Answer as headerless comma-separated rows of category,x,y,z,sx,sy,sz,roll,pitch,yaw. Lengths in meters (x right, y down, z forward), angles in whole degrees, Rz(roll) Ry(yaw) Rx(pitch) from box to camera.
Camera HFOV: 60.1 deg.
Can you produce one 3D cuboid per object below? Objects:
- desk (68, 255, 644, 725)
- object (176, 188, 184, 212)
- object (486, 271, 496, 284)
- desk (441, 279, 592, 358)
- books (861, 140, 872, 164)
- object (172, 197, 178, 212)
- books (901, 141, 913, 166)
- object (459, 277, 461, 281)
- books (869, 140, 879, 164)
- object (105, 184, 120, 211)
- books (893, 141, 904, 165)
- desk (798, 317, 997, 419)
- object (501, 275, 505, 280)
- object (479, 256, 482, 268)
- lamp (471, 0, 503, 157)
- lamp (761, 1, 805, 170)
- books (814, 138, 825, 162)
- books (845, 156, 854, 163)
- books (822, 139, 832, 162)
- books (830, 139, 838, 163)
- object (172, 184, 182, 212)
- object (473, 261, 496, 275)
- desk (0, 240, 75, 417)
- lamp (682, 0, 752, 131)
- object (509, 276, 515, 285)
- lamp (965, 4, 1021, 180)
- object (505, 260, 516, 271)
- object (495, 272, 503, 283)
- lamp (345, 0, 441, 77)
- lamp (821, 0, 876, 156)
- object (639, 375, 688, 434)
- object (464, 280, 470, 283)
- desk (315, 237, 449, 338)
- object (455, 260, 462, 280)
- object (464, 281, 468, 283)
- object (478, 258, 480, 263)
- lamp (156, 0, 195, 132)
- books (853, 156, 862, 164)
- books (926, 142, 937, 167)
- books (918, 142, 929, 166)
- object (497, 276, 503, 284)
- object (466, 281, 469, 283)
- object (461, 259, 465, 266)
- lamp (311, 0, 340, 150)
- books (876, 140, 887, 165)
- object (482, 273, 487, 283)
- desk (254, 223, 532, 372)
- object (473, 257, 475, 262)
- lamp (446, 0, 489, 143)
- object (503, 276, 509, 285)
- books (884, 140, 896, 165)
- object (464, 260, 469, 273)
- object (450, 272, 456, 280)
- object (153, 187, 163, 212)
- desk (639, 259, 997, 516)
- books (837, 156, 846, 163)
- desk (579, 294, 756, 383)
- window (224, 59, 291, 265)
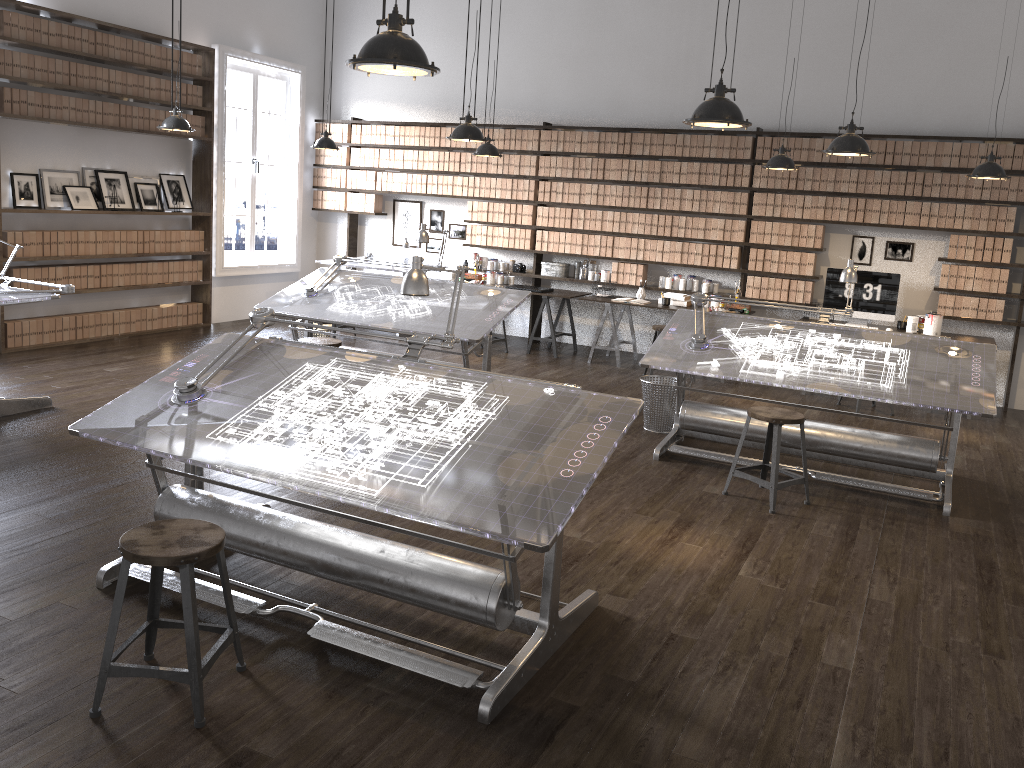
desk,-0.585,0.177,3.504,2.075,1.375,1.083,9,11,25
object,-3.537,-1.959,9.434,0.040,0.260,0.111,8,10,25
object,-0.237,-1.206,10.021,0.105,0.140,0.104,7,10,17
desk,-0.027,-0.745,9.837,1.673,0.664,0.659,9,12,25
books,3.370,-2.195,8.403,0.067,0.224,0.175,8,11,25
object,-3.540,-1.882,9.299,0.040,0.164,0.067,8,10,25
books,3.684,-2.144,8.257,0.067,0.224,0.175,8,11,25
object,-0.579,-1.191,10.074,0.049,0.037,0.049,8,12,21
books,3.429,-2.187,8.380,0.067,0.224,0.175,8,11,25
object,-3.887,-1.810,8.610,0.040,0.258,0.175,8,11,25
books,3.622,-2.155,8.291,0.067,0.224,0.175,8,11,25
desk,3.475,-0.165,8.180,1.673,0.664,0.659,9,12,25
object,-0.106,-1.184,10.045,0.045,0.100,0.044,8,10,25
object,-0.379,-1.429,10.388,0.050,0.138,0.051,8,10,23
lamp,-0.168,-3.321,8.456,0.311,2.234,0.315,5,9,5
lamp,2.329,-2.908,7.274,0.313,2.234,0.313,-4,12,-39
books,2.988,-2.259,8.587,0.067,0.224,0.175,8,11,25
books,3.242,-2.217,8.467,0.067,0.224,0.175,8,11,25
books,3.052,-2.248,8.555,0.067,0.224,0.175,8,11,25
books,3.117,-2.238,8.528,0.067,0.224,0.175,8,11,25
object,-3.541,-1.965,9.357,0.040,0.302,0.119,8,10,25
object,-0.306,-1.336,10.186,0.345,0.145,0.077,-6,14,-41
desk,-3.759,-0.450,5.967,1.272,1.179,1.178,9,11,25
lamp,1.006,-2.275,3.864,0.313,2.247,0.313,-4,12,-39
object,-0.002,-1.173,10.028,0.062,0.093,0.062,1,10,-15
lamp,3.723,-2.677,6.615,0.313,2.234,0.313,-4,12,-39
object,-0.009,-1.343,10.199,0.107,0.160,0.238,2,11,-9
object,-0.147,-1.210,10.097,0.095,0.127,0.094,9,11,29
lamp,-0.319,-2.136,2.751,0.311,2.234,0.315,5,9,5
lamp,2.085,-2.474,5.128,0.313,2.234,0.313,-4,12,-39
object,1.109,0.155,6.582,0.354,0.375,0.355,-6,14,-42
object,-0.501,-1.148,9.936,0.011,0.017,0.173,-3,13,-32
desk,-1.492,-1.196,10.469,1.272,1.089,1.077,9,12,25
object,-0.607,-1.297,10.105,0.069,0.228,0.068,8,10,22
object,-0.510,-1.144,9.946,0.005,0.005,0.159,-2,13,-30
object,-0.394,-1.351,10.088,0.055,0.191,0.006,8,10,24
lamp,-2.819,-3.286,7.448,0.311,2.234,0.315,5,9,5
books,3.305,-2.206,8.434,0.067,0.224,0.175,8,11,25
books,3.871,-2.112,8.166,0.067,0.224,0.175,8,11,25
books,3.813,-2.123,8.200,0.067,0.224,0.175,8,11,25
object,-0.133,-1.174,9.989,0.062,0.093,0.062,-1,11,-24
object,-0.499,-1.144,9.929,0.006,0.006,0.158,5,12,5
object,-0.575,-1.312,10.168,0.069,0.235,0.068,8,10,22
lamp,-1.916,-3.609,9.278,0.311,2.234,0.315,5,9,5
books,3.488,-2.177,8.354,0.067,0.224,0.175,8,11,25
object,-0.314,-1.196,10.017,0.050,0.111,0.049,8,10,22
desk,-1.020,-0.629,7.212,2.286,1.375,1.083,9,11,25
object,-0.414,-1.348,10.094,0.071,0.185,0.008,8,10,26
lamp,-0.250,-2.861,6.233,0.313,2.234,0.312,-5,13,-44
object,-0.065,-1.172,10.005,0.062,0.092,0.064,1,10,-15
books,3.552,-2.165,8.318,0.067,0.224,0.175,8,11,25
object,-0.538,-1.321,10.244,0.069,0.228,0.068,8,10,22
object,-0.679,-1.245,10.133,0.068,0.103,0.068,9,11,29
object,-3.646,-1.902,9.131,0.040,0.258,0.124,8,10,25
desk,1.986,-0.132,5.790,2.075,1.375,1.083,9,11,25
books,3.181,-2.228,8.500,0.067,0.224,0.175,8,11,25
desk,1.556,-0.483,9.089,1.673,0.664,0.659,9,12,25
window,-3.043,-2.542,10.397,0.153,2.291,1.252,8,11,25
